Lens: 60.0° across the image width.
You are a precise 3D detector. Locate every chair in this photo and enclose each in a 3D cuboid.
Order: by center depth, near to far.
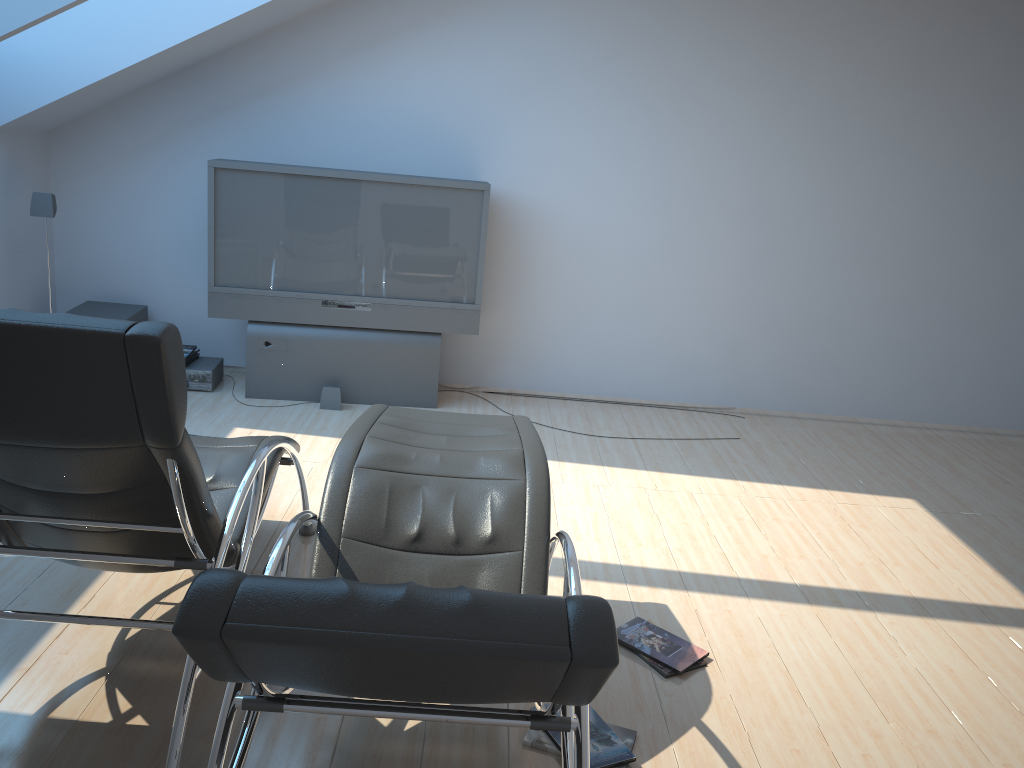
[{"bbox_3d":[-0.238,0.585,2.495,0.836,0.953,2.114,5,15,-2],"label":"chair"},{"bbox_3d":[-1.202,0.226,2.911,0.836,1.251,1.938,5,15,-2],"label":"chair"}]

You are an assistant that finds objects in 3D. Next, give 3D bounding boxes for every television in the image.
[{"bbox_3d":[-1.045,-0.623,5.685,1.686,1.446,0.400,3,15,-7],"label":"television"}]

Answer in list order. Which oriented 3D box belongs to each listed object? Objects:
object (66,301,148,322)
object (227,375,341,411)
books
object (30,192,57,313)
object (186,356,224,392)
[{"bbox_3d":[-2.663,-0.287,5.817,0.400,0.424,0.401,5,15,-2],"label":"object"},{"bbox_3d":[-1.629,0.007,5.669,1.163,0.141,0.394,13,17,26],"label":"object"},{"bbox_3d":[-0.663,0.457,4.206,1.045,0.222,4.790,-5,19,-34],"label":"books"},{"bbox_3d":[-2.798,-0.560,5.369,0.160,1.181,0.158,5,15,-2],"label":"object"},{"bbox_3d":[-2.146,-0.075,5.774,0.450,0.138,0.358,3,15,-7],"label":"object"}]
